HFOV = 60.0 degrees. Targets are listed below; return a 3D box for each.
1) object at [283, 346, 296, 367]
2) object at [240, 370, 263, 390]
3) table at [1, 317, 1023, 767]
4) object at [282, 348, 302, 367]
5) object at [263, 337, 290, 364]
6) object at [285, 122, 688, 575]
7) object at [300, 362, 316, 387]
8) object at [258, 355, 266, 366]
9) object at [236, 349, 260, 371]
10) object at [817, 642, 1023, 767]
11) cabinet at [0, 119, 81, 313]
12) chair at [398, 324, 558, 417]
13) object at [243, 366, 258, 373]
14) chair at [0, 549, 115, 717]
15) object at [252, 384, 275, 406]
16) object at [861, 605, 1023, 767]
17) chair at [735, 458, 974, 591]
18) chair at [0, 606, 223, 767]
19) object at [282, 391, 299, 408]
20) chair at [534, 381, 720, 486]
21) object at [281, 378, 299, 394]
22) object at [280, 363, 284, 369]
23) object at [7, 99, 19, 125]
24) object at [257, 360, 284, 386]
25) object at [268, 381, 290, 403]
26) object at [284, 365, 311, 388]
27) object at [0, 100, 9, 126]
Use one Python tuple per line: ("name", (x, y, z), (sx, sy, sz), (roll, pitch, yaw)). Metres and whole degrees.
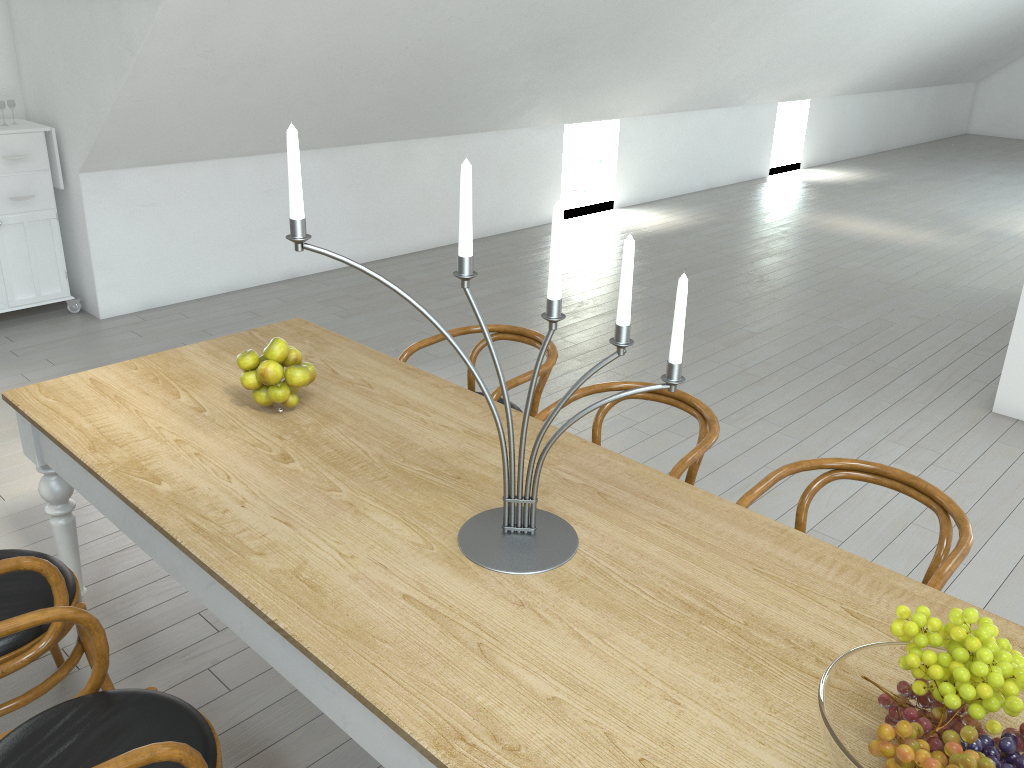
("object", (-0.646, -0.078, 2.567), (0.062, 0.063, 0.063), (4, 22, 5))
("object", (-0.720, -0.012, 2.455), (0.062, 0.059, 0.062), (-18, 29, -39))
("table", (0.062, 0.741, 2.004), (3.366, 0.791, 1.023), (22, 30, 39))
("object", (-0.623, -0.073, 2.512), (0.058, 0.056, 0.053), (-12, 26, -30))
("object", (-0.653, -0.093, 2.457), (0.073, 0.073, 0.073), (21, 29, 39))
("object", (-0.043, -0.072, 1.799), (0.776, 0.866, 0.268), (8, 23, 16))
("object", (-0.593, -0.027, 2.521), (0.070, 0.071, 0.072), (5, 22, 7))
("object", (-0.688, -0.058, 2.494), (0.053, 0.050, 0.053), (7, 23, 13))
("object", (-0.735, -0.065, 2.467), (0.062, 0.059, 0.062), (22, 30, 40))
("object", (0.617, 0.553, 1.276), (0.361, 0.158, 0.363), (11, 24, 22))
("cabinet", (-3.332, -0.898, 5.192), (0.613, 1.142, 1.249), (21, 29, 39))
("chair", (-0.140, 0.207, 3.346), (0.624, 0.727, 0.530), (-18, 29, -40))
("object", (-0.733, -0.030, 2.509), (0.053, 0.052, 0.051), (16, 26, 32))
("chair", (-1.380, 0.655, 2.196), (0.530, 0.727, 0.625), (19, 28, 36))
("object", (-0.693, 0.024, 2.500), (0.078, 0.073, 0.081), (1, 22, -2))
("object", (0.647, 0.493, 1.261), (0.292, 0.281, 0.398), (4, 23, 7))
("chair", (0.848, 0.651, 2.365), (0.530, 0.727, 0.624), (21, 29, 39))
("chair", (-0.865, 0.868, 1.728), (0.624, 0.727, 0.530), (-18, 29, -40))
("object", (-0.627, 0.043, 2.497), (0.050, 0.050, 0.051), (-18, 29, -39))
("chair", (0.334, 0.435, 2.839), (0.529, 0.727, 0.625), (18, 27, 35))
("object", (-0.647, 0.009, 2.557), (0.063, 0.063, 0.064), (-14, 27, -33))
("object", (-0.696, -0.047, 2.547), (0.077, 0.076, 0.077), (6, 23, 9))
("object", (-2.967, -1.615, 5.267), (0.046, 0.141, 0.046), (-13, 26, -33))
("object", (-0.663, -0.030, 2.429), (0.072, 0.070, 0.067), (7, 23, 12))
("object", (-0.642, 0.024, 2.442), (0.060, 0.055, 0.060), (18, 27, 34))
("object", (-0.594, -0.021, 2.456), (0.072, 0.063, 0.071), (17, 27, 33))
("object", (-2.989, -1.588, 5.202), (0.046, 0.141, 0.046), (-13, 26, -33))
